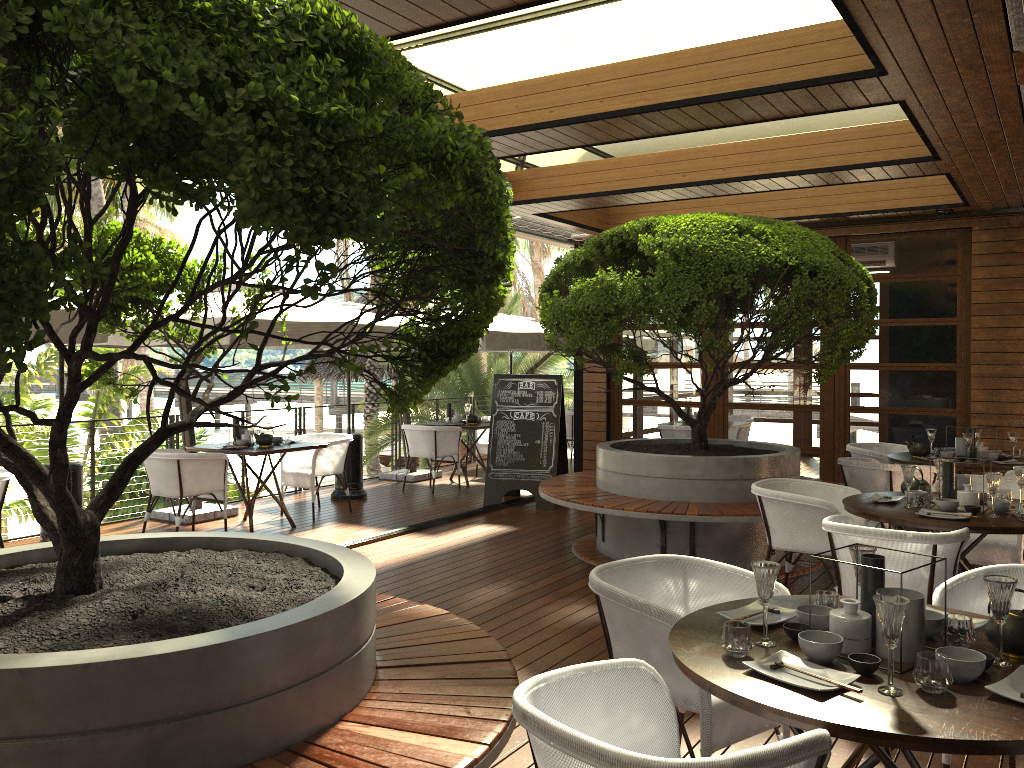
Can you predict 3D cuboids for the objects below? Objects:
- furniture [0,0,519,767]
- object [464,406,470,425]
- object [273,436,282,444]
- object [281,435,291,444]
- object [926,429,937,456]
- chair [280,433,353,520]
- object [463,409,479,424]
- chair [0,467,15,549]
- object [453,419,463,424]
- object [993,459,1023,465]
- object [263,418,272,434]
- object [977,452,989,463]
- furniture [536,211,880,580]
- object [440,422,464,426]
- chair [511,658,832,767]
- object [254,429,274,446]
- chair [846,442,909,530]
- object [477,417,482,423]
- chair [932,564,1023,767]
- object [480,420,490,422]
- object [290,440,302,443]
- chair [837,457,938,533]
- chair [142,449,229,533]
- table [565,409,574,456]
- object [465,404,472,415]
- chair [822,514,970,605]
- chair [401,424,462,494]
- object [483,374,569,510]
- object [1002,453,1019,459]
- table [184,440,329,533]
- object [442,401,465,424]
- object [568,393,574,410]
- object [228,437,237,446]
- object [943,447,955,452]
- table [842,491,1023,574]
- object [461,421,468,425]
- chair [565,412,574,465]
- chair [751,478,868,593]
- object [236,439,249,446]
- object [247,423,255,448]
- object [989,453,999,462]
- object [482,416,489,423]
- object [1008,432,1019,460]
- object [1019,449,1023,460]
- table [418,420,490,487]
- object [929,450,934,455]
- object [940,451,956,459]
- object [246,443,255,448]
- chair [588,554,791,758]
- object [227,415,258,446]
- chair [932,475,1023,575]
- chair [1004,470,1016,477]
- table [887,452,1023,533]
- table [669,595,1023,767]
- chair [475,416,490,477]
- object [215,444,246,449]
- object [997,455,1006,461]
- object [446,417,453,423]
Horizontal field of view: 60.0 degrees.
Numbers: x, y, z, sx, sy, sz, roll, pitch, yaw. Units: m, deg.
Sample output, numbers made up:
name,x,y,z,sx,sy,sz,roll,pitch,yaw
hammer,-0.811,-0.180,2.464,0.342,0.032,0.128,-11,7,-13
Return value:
name,x,y,z,sx,sy,sz,roll,pitch,yaw
furniture,-1.298,0.140,2.760,2.616,2.722,2.695,1,1,23
object,-0.551,0.386,10.842,0.082,0.227,0.082,1,1,33
object,-2.235,0.535,8.410,0.116,0.065,0.116,1,2,30
object,-2.132,0.526,8.366,0.086,0.086,0.086,1,1,37
object,3.515,0.491,7.433,0.082,0.227,0.082,0,1,-34
chair,-1.944,0.910,8.917,0.627,0.788,0.617,1,1,33
object,-0.497,0.406,11.070,0.168,0.179,0.163,1,1,30
chair,-3.755,0.988,6.020,0.627,0.788,0.617,1,1,33
object,-0.668,0.466,10.968,0.116,0.065,0.116,1,2,36
object,3.910,0.611,6.896,0.294,0.025,0.170,-1,2,-23
object,-2.351,0.447,8.533,0.082,0.227,0.082,1,1,33
object,3.702,0.577,6.967,0.086,0.086,0.086,1,1,27
furniture,1.508,0.023,7.118,2.569,2.722,2.720,0,1,-3
object,-0.711,0.491,10.810,0.294,0.025,0.170,1,2,32
chair,0.338,1.109,2.051,0.617,0.788,0.627,-1,1,-37
object,-2.287,0.484,8.201,0.163,0.179,0.168,1,1,34
chair,3.375,0.947,7.998,0.627,0.788,0.617,0,1,-27
object,-0.443,0.458,11.276,0.116,0.065,0.116,1,2,36
chair,1.855,1.083,3.056,0.617,0.788,0.627,-1,1,-37
object,-0.401,0.474,11.435,0.294,0.025,0.170,1,2,32
object,-2.192,0.551,8.569,0.294,0.025,0.170,1,2,32
chair,2.901,0.976,6.917,0.617,0.788,0.627,0,1,-27
chair,-2.819,0.946,7.563,0.627,0.788,0.617,1,1,33
table,1.218,0.790,14.032,0.931,0.749,0.932,1,1,32
object,-0.560,0.370,11.399,0.082,0.227,0.082,1,1,33
chair,1.845,1.048,4.302,0.627,0.788,0.617,1,1,38
chair,-0.970,0.866,10.521,0.627,0.788,0.617,1,1,33
object,0.173,0.592,9.608,0.768,1.396,0.771,0,1,16
object,4.076,0.597,7.387,0.170,0.025,0.295,0,2,-18
table,-2.372,0.945,8.289,0.931,0.749,0.932,1,1,32
object,-0.750,0.360,11.228,0.263,0.264,0.263,0,1,-13
object,1.058,0.282,14.120,0.263,0.264,0.263,0,1,-13
object,-2.563,0.531,8.143,0.086,0.086,0.086,1,1,37
object,3.702,0.573,7.491,0.116,0.065,0.116,1,2,43
table,2.435,1.051,4.876,1.166,0.749,1.166,0,1,1
object,-0.584,0.479,10.917,0.080,0.042,0.080,1,2,23
chair,0.808,0.790,13.367,0.627,0.788,0.617,1,1,33
chair,1.818,1.015,5.482,0.617,0.788,0.627,1,1,38
object,-2.460,0.544,8.102,0.116,0.065,0.116,1,2,30
object,-2.342,0.463,7.976,0.082,0.227,0.082,0,1,21
object,3.803,0.586,7.047,0.116,0.065,0.116,1,2,43
object,-0.341,0.448,11.231,0.086,0.086,0.086,1,1,37
object,4.017,0.501,7.105,0.082,0.227,0.082,0,1,-34
object,4.144,0.573,7.164,0.086,0.086,0.086,1,1,32
table,-0.577,0.868,11.160,0.931,0.749,0.932,1,1,32
object,3.571,0.590,7.621,0.294,0.025,0.170,-1,2,-23
object,3.530,0.582,7.177,0.116,0.065,0.116,0,1,3
object,-2.376,0.557,8.051,0.080,0.042,0.080,0,1,-7
chair,0.617,1.077,3.197,0.627,0.788,0.617,-1,1,-37
object,-2.541,0.437,8.362,0.263,0.264,0.263,0,1,-13
chair,3.051,1.012,5.665,0.627,0.788,0.617,1,1,38
chair,4.015,0.992,6.461,0.627,0.788,0.617,0,1,-27
table,3.704,0.987,7.259,1.166,0.749,1.166,0,1,1
table,1.027,1.116,2.473,1.166,0.749,1.166,0,1,12
chair,-0.126,0.831,11.826,0.627,0.788,0.617,1,1,33
object,-2.502,0.568,7.944,0.294,0.025,0.170,1,2,32
object,3.909,0.596,7.104,0.080,0.042,0.080,-1,2,-24
object,-0.772,0.454,11.009,0.086,0.086,0.086,1,1,37
